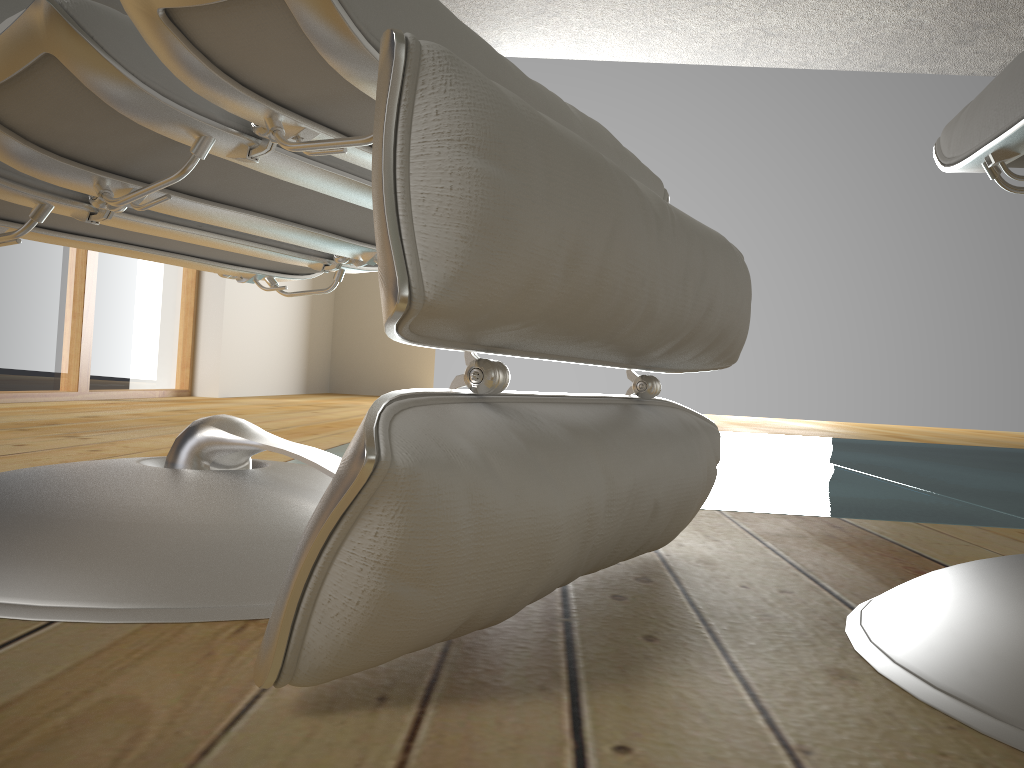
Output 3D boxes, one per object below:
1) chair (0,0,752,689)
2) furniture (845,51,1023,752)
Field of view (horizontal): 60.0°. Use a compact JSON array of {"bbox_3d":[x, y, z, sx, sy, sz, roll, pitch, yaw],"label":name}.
[{"bbox_3d":[-0.270,-0.348,0.812,0.914,0.969,0.569,3,-1,27],"label":"chair"},{"bbox_3d":[0.562,-0.036,0.500,0.686,0.440,0.569,3,0,9],"label":"furniture"}]
